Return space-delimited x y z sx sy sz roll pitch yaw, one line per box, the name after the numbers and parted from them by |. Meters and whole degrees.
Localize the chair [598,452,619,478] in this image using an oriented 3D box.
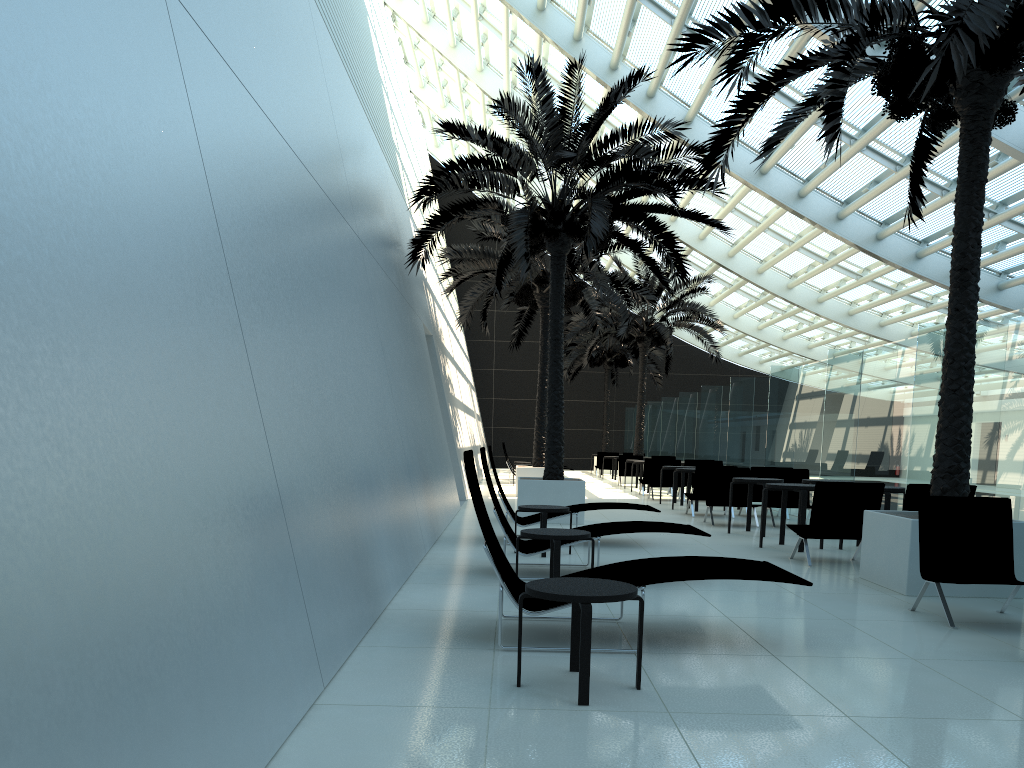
3.415 2.828 30.357 0.716 0.895 0.880 1 2 0 | chair

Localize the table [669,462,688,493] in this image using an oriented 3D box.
4.366 2.365 21.964 0.675 0.788 0.678 4 3 43 | table

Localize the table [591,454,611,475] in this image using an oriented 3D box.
3.398 3.070 33.238 0.678 0.788 0.675 -1 3 -43 | table

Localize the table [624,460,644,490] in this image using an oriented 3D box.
3.406 2.434 23.393 0.676 0.788 0.677 3 3 38 | table

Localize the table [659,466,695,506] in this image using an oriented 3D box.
3.405 2.072 17.784 0.676 0.788 0.677 3 3 38 | table

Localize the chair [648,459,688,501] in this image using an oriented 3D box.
3.414 2.100 19.081 0.716 0.895 0.880 1 2 0 | chair

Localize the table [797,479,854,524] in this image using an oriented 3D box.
4.374 1.731 12.143 0.676 0.788 0.677 3 3 38 | table

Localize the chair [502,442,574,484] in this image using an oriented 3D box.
0.729 2.264 24.808 2.036 1.169 0.914 1 3 0 | chair

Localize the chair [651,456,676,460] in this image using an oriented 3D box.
4.347 2.483 24.667 0.716 0.895 0.880 1 2 0 | chair

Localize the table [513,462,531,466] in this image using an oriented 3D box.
0.340 2.846 28.908 0.551 0.522 0.553 3 2 43 | table

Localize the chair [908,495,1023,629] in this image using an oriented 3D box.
3.412 1.269 6.214 0.716 0.895 0.880 1 2 0 | chair

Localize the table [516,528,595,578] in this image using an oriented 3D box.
0.337 1.426 6.913 0.551 0.522 0.553 3 2 43 | table

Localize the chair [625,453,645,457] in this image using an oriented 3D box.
4.347 2.850 30.359 0.716 0.895 0.880 1 2 0 | chair

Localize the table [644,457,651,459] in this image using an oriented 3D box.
4.376 2.824 29.063 0.676 0.788 0.677 3 3 38 | table

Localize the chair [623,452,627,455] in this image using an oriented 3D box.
4.362 2.960 32.057 0.716 0.895 0.880 1 2 0 | chair

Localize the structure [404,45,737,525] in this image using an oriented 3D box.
0.762 -1.314 13.071 4.642 6.899 4.234 0 4 -21 | structure

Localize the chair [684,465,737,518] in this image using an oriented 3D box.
3.428 1.845 15.135 0.716 0.895 0.880 1 2 0 | chair

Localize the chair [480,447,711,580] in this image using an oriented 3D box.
0.727 1.181 8.039 2.036 1.169 0.914 1 3 0 | chair

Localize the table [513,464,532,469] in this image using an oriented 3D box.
0.339 2.675 26.255 0.551 0.522 0.553 3 2 43 | table

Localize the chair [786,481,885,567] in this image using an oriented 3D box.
3.427 1.471 9.340 0.716 0.895 0.880 1 2 0 | chair

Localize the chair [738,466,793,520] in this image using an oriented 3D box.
4.360 1.868 15.137 0.716 0.895 0.880 1 2 0 | chair

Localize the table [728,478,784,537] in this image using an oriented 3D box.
3.405 1.708 12.141 0.676 0.788 0.677 3 3 38 | table

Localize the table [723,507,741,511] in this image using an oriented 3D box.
4.365 2.001 16.321 0.675 0.788 0.678 4 3 43 | table

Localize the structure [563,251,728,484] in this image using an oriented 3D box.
3.919 -0.464 26.496 4.824 7.087 4.395 1 4 -6 | structure

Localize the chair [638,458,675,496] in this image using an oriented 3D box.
3.428 2.210 20.778 0.716 0.895 0.880 1 2 0 | chair

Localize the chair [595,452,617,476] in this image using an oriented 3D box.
3.430 2.938 32.055 0.716 0.895 0.880 1 2 0 | chair

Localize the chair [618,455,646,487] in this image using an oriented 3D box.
3.414 2.460 24.664 0.716 0.895 0.880 1 2 0 | chair

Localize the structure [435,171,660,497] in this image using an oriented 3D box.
0.558 -0.962 19.068 4.265 6.959 4.609 4 4 33 | structure

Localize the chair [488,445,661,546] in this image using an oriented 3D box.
0.727 1.347 10.611 2.036 1.169 0.914 1 3 0 | chair

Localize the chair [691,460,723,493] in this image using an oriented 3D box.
4.346 2.122 19.083 0.716 0.895 0.880 1 2 0 | chair

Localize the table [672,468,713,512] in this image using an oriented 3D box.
3.396 1.977 16.318 0.675 0.788 0.678 4 3 43 | table

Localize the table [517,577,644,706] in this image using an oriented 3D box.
0.336 1.260 4.340 0.551 0.522 0.553 3 2 43 | table

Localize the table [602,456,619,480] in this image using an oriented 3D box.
3.407 2.800 29.061 0.676 0.788 0.677 3 3 38 | table

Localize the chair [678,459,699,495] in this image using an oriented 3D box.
4.361 2.232 20.781 0.716 0.895 0.880 1 2 0 | chair

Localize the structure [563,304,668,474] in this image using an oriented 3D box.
3.946 0.062 34.641 4.457 7.085 4.761 0 4 -21 | structure

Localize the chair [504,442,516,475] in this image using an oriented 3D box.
0.730 2.602 30.033 2.036 1.169 0.914 1 3 0 | chair

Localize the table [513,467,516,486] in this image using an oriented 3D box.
0.339 2.508 23.682 0.551 0.522 0.552 2 2 38 | table

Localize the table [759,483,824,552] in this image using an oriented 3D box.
3.395 1.603 10.523 0.675 0.788 0.678 4 3 43 | table

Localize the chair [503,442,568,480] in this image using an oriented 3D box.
0.730 2.430 27.381 2.036 1.169 0.914 1 3 0 | chair

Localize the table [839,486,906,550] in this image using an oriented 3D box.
4.365 1.626 10.526 0.675 0.788 0.678 4 3 43 | table

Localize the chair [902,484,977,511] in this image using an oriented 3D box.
4.359 1.494 9.343 0.716 0.895 0.880 1 2 0 | chair

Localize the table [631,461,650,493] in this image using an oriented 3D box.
3.397 2.342 21.962 0.675 0.788 0.678 4 3 43 | table

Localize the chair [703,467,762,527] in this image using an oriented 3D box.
3.413 1.734 13.425 0.716 0.895 0.880 1 2 0 | chair

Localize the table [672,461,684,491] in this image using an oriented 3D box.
4.375 2.458 23.396 0.676 0.788 0.677 3 3 38 | table

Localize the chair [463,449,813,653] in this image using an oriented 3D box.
0.727 1.015 5.466 2.036 1.169 0.914 1 3 0 | chair

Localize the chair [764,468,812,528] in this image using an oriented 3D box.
4.345 1.757 13.427 0.716 0.895 0.880 1 2 0 | chair

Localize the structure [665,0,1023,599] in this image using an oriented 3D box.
3.922 -1.700 7.349 4.810 7.087 4.409 3 4 18 | structure

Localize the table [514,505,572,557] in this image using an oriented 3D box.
0.337 1.592 9.486 0.551 0.522 0.553 3 2 43 | table
